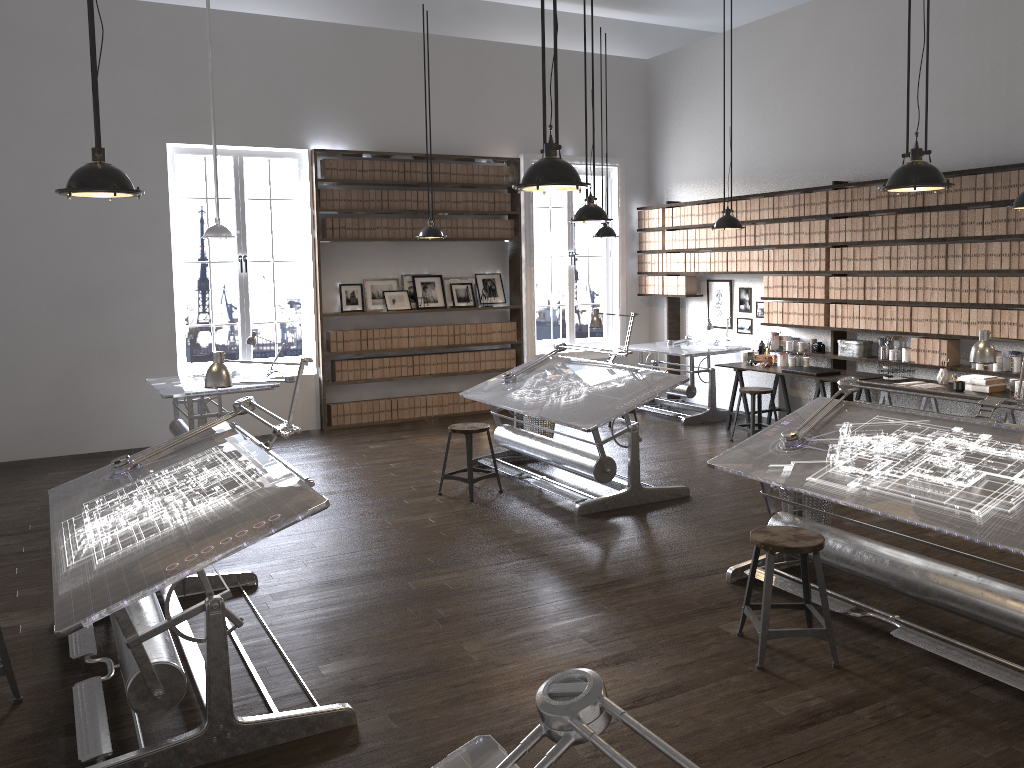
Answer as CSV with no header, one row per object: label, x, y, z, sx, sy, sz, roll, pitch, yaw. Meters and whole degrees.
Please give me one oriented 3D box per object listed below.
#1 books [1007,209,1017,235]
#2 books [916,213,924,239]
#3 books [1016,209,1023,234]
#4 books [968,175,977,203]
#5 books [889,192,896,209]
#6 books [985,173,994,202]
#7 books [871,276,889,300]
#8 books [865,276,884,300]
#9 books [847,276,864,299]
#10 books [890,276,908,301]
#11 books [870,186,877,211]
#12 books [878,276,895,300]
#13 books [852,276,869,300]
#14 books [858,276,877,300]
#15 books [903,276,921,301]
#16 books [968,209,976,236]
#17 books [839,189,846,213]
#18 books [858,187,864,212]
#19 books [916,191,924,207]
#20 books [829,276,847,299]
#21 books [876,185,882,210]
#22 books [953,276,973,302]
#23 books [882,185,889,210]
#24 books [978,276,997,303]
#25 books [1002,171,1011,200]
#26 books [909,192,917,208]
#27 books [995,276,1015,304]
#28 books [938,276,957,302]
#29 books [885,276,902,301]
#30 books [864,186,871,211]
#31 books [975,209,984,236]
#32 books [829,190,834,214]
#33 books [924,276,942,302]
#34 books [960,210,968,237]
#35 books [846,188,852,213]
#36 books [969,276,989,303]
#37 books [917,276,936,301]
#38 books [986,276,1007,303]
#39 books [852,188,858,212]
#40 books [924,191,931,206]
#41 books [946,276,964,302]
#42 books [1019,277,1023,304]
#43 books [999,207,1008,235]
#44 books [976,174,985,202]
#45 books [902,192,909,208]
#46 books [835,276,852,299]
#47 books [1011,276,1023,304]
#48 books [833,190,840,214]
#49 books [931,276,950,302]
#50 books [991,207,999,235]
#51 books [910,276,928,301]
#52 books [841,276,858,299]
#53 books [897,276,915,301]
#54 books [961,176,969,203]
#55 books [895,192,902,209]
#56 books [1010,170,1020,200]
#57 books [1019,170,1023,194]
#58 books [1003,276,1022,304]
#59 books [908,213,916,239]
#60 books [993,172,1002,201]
books,4.008,-1.291,7.010,0.175,0.225,0.067,-4,6,-28
books,3.613,-1.378,7.736,0.175,0.225,0.067,-4,6,-28
books,4.041,-1.283,6.947,0.174,0.225,0.067,-4,6,-28
books,3.838,-1.601,7.283,0.175,0.225,0.067,-4,6,-28
books,3.477,-1.685,7.971,0.175,0.225,0.067,-4,6,-28
books,3.909,-1.586,7.157,0.174,0.225,0.067,-4,6,-28
books,3.409,-0.880,8.186,0.174,0.225,0.067,-4,6,-28
books,3.380,-0.888,8.251,0.175,0.225,0.067,-4,6,-28
books,3.277,-0.910,8.439,0.175,0.224,0.067,-4,6,-28
books,3.506,-0.857,8.001,0.175,0.225,0.067,-4,6,-28
books,3.382,-1.705,8.143,0.175,0.224,0.067,-4,6,-28
books,3.446,-0.872,8.126,0.174,0.225,0.067,-4,6,-28
books,3.310,-0.903,8.382,0.175,0.224,0.067,-4,6,-28
books,3.340,-0.895,8.315,0.175,0.225,0.067,-4,6,-28
books,3.570,-0.843,7.889,0.175,0.224,0.067,-4,6,-28
books,3.847,-1.327,7.309,0.175,0.225,0.067,-4,6,-28
books,3.213,-1.743,8.454,0.175,0.225,0.067,-4,6,-28
books,3.317,-1.721,8.270,0.175,0.225,0.067,-4,6,-28
books,3.608,-1.654,7.715,0.175,0.225,0.067,-4,6,-28
books,3.178,-0.932,8.622,0.174,0.225,0.067,-4,6,-28
books,3.413,-1.699,8.089,0.175,0.224,0.067,-4,6,-28
books,3.801,-0.791,7.457,0.175,0.224,0.067,-4,6,-28
books,3.441,-1.691,8.028,0.175,0.225,0.067,-4,6,-28
books,3.909,-0.768,7.260,0.175,0.225,0.067,-4,6,-28
books,3.976,-1.571,7.035,0.175,0.225,0.067,-4,6,-28
books,3.578,-1.662,7.784,0.175,0.225,0.067,-4,6,-28
books,3.975,-0.752,7.135,0.174,0.225,0.067,-4,6,-28
books,3.733,-0.805,7.575,0.175,0.225,0.067,-4,6,-28
books,3.479,-0.865,8.063,0.175,0.225,0.067,-4,6,-28
books,3.347,-1.713,8.206,0.175,0.225,0.067,-4,6,-28
books,3.877,-1.319,7.245,0.175,0.225,0.067,-4,6,-28
books,3.153,-1.758,8.575,0.175,0.224,0.067,-4,6,-28
books,3.673,-0.821,7.703,0.174,0.225,0.067,-4,6,-28
books,3.816,-1.334,7.371,0.174,0.225,0.067,-4,6,-28
books,3.250,-1.736,8.392,0.174,0.225,0.067,-4,6,-28
books,3.869,-0.775,7.324,0.175,0.225,0.067,-4,6,-28
books,3.638,-0.828,7.764,0.175,0.225,0.067,-4,6,-28
books,3.938,-0.760,7.196,0.174,0.225,0.067,-4,6,-28
books,3.286,-1.728,8.332,0.174,0.225,0.067,-4,6,-28
books,3.648,-1.646,7.653,0.175,0.224,0.067,-4,6,-28
books,3.767,-0.798,7.511,0.175,0.225,0.067,-4,6,-28
books,4.070,-0.730,6.954,0.175,0.224,0.067,-4,6,-28
books,3.971,-1.297,7.066,0.175,0.225,0.067,-4,6,-28
books,3.872,-1.594,7.220,0.175,0.225,0.067,-4,6,-28
books,3.541,-1.669,7.844,0.174,0.225,0.067,-4,6,-28
books,3.209,-0.924,8.556,0.175,0.225,0.067,-4,6,-28
books,4.035,-0.737,7.010,0.175,0.225,0.067,-4,6,-28
books,3.179,-1.751,8.518,0.175,0.225,0.067,-4,6,-28
books,3.702,-0.813,7.640,0.174,0.225,0.067,-4,6,-28
books,3.944,-1.305,7.127,0.175,0.224,0.067,-4,6,-28
books,3.602,-0.836,7.824,0.175,0.225,0.067,-4,6,-28
books,3.243,-0.917,8.493,0.175,0.225,0.067,-4,6,-28
books,3.541,-0.850,7.945,0.175,0.224,0.067,-4,6,-28
books,3.812,-1.608,7.341,0.175,0.224,0.067,-4,6,-28
books,3.511,-1.677,7.909,0.174,0.225,0.067,-4,6,-28
books,4.006,-1.564,6.972,0.175,0.225,0.067,-4,6,-28
books,4.041,-1.556,6.909,0.175,0.224,0.067,-4,6,-28
books,4.008,-0.745,7.073,0.175,0.225,0.067,-4,6,-28
books,3.579,-1.386,7.800,0.175,0.225,0.067,-4,6,-28
books,3.945,-1.579,7.098,0.174,0.225,0.067,-4,6,-28
